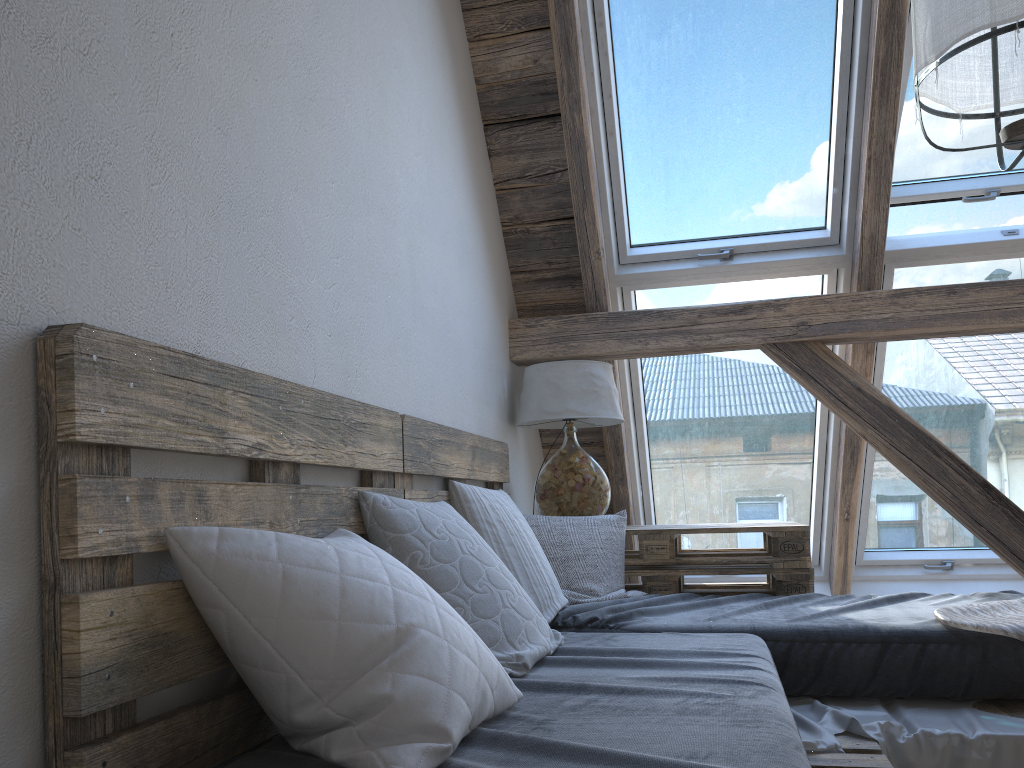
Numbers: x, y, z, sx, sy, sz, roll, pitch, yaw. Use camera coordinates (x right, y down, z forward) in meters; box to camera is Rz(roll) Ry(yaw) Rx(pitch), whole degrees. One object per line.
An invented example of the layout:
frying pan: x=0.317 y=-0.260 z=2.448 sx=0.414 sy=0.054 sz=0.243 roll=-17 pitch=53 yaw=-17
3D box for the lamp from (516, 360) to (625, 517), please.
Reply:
lamp: x=0.004 y=0.586 z=3.132 sx=0.823 sy=1.278 sz=0.391 roll=-2 pitch=-2 yaw=-1

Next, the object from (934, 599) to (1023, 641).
object: x=1.635 y=0.763 z=2.084 sx=1.015 sy=0.470 sz=0.813 roll=-8 pitch=-9 yaw=42

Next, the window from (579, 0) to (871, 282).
window: x=0.645 y=-1.095 z=2.705 sx=0.856 sy=1.269 sz=1.103 roll=-2 pitch=-4 yaw=13

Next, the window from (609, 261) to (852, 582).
window: x=0.906 y=0.221 z=3.656 sx=0.856 sy=1.269 sz=1.103 roll=-2 pitch=-4 yaw=13

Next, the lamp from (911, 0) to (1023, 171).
lamp: x=0.976 y=-1.213 z=1.694 sx=0.400 sy=1.509 sz=0.409 roll=-1 pitch=-2 yaw=-36

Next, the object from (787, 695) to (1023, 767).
object: x=0.830 y=0.856 z=1.993 sx=0.708 sy=0.275 sz=0.509 roll=-1 pitch=-6 yaw=-3

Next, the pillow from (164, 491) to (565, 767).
pillow: x=-0.129 y=0.361 z=1.566 sx=0.351 sy=0.352 sz=1.139 roll=-3 pitch=-8 yaw=13

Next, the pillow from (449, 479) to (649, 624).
pillow: x=0.088 y=0.493 z=2.645 sx=0.388 sy=0.396 sz=0.973 roll=-4 pitch=-7 yaw=29

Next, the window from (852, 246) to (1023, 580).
window: x=1.802 y=0.165 z=3.448 sx=0.856 sy=1.269 sz=1.103 roll=-2 pitch=-4 yaw=13

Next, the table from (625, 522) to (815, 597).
table: x=0.579 y=0.889 z=3.321 sx=1.018 sy=0.698 sz=0.679 roll=-3 pitch=-5 yaw=13

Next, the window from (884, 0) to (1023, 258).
window: x=1.551 y=-1.145 z=2.542 sx=0.856 sy=1.268 sz=1.359 roll=-2 pitch=-5 yaw=13
